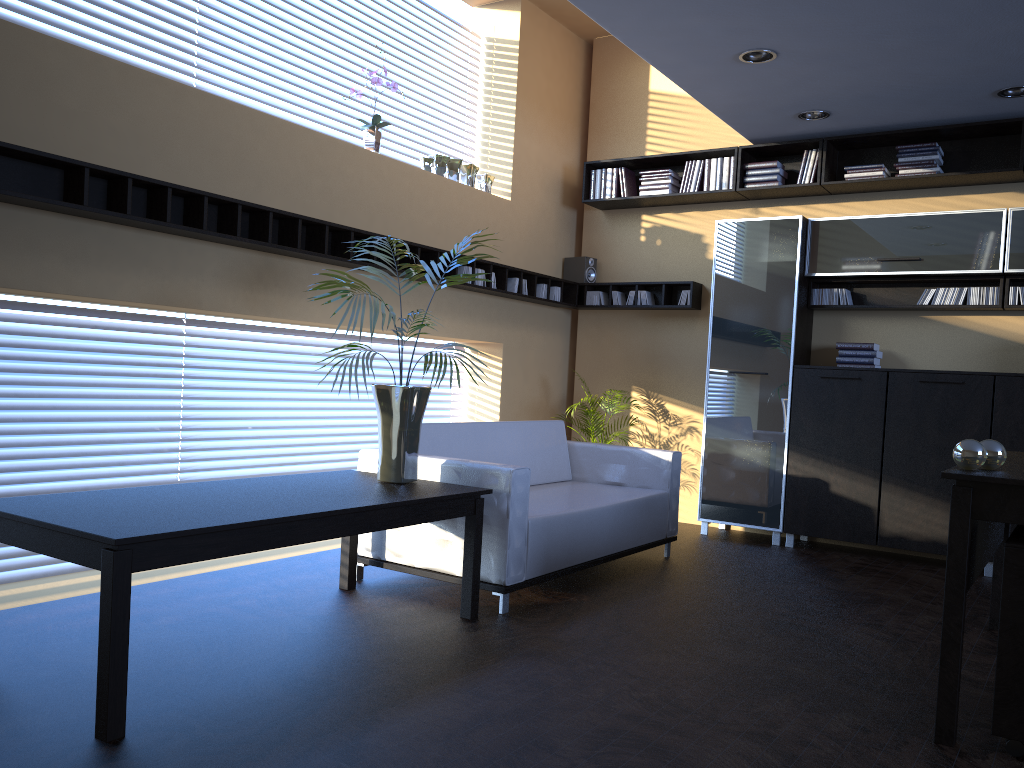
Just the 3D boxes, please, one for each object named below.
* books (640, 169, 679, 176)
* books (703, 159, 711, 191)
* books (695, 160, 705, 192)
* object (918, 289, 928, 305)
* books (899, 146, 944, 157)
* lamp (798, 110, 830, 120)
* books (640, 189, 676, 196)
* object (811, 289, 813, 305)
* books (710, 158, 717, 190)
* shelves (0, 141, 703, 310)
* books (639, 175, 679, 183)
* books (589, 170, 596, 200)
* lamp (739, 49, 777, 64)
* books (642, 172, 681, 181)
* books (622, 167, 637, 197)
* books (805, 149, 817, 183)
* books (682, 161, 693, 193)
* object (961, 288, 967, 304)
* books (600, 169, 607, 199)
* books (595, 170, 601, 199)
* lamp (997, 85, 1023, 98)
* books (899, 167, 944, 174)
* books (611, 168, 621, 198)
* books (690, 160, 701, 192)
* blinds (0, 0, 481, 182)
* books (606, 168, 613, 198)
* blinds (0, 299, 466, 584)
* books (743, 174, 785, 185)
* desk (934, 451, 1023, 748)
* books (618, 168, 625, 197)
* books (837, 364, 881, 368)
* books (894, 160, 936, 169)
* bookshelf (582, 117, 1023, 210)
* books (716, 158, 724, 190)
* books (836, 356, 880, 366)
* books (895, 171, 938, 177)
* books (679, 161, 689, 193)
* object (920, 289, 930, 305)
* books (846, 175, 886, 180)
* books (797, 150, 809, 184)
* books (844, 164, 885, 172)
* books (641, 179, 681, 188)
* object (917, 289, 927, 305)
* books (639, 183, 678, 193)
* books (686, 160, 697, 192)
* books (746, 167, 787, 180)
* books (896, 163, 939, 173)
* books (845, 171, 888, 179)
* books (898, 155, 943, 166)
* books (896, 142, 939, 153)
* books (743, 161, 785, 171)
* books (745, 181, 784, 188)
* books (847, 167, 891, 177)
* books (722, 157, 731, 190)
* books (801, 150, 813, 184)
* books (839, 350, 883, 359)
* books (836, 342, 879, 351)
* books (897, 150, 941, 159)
[{"bbox_3d":[1.209,-1.721,7.277,0.258,0.028,0.207,3,0,33],"label":"books"},{"bbox_3d":[1.580,-1.627,7.026,0.050,0.258,0.207,4,2,34],"label":"books"},{"bbox_3d":[1.531,-1.630,7.069,0.075,0.260,0.207,4,2,33],"label":"books"},{"bbox_3d":[2.909,-0.606,6.246,0.059,0.113,0.142,4,1,34],"label":"object"},{"bbox_3d":[2.855,-1.612,6.183,0.258,0.028,0.207,3,0,33],"label":"books"},{"bbox_3d":[2.060,-1.876,6.042,0.208,0.096,0.209,3,1,-39],"label":"lamp"},{"bbox_3d":[1.208,-1.544,7.266,0.258,0.050,0.207,3,1,34],"label":"books"},{"bbox_3d":[2.273,-0.646,6.657,0.009,0.120,0.142,4,2,33],"label":"object"},{"bbox_3d":[1.623,-1.625,6.998,0.050,0.258,0.207,4,2,33],"label":"books"},{"bbox_3d":[-0.781,-0.822,4.851,1.248,0.213,6.624,3,0,33],"label":"shelves"},{"bbox_3d":[1.206,-1.664,7.263,0.258,0.028,0.207,3,0,34],"label":"books"},{"bbox_3d":[0.732,-1.676,7.581,0.050,0.258,0.207,4,2,33],"label":"books"},{"bbox_3d":[1.398,-1.905,5.034,0.209,0.096,0.208,3,1,15],"label":"lamp"},{"bbox_3d":[1.226,-1.692,7.268,0.258,0.028,0.207,3,0,33],"label":"books"},{"bbox_3d":[0.984,-1.662,7.414,0.075,0.260,0.207,4,2,33],"label":"books"},{"bbox_3d":[2.244,-1.589,6.583,0.075,0.260,0.207,4,2,33],"label":"books"},{"bbox_3d":[1.443,-1.635,7.109,0.075,0.260,0.207,4,2,33],"label":"books"},{"bbox_3d":[3.117,-0.597,6.099,0.036,0.116,0.140,4,1,33],"label":"object"},{"bbox_3d":[0.815,-1.671,7.518,0.050,0.258,0.207,4,2,32],"label":"books"},{"bbox_3d":[0.777,-1.674,7.555,0.050,0.258,0.207,4,2,33],"label":"books"},{"bbox_3d":[3.066,-1.818,5.381,0.209,0.096,0.208,3,1,27],"label":"lamp"},{"bbox_3d":[2.862,-1.468,6.192,0.258,0.028,0.207,3,0,34],"label":"books"},{"bbox_3d":[0.906,-1.666,7.468,0.050,0.258,0.207,4,2,33],"label":"books"},{"bbox_3d":[1.497,-1.632,7.074,0.075,0.260,0.207,4,2,33],"label":"books"},{"bbox_3d":[-1.776,-2.269,4.977,0.039,1.462,5.393,4,1,33],"label":"blinds"},{"bbox_3d":[0.862,-1.669,7.496,0.050,0.258,0.207,4,2,34],"label":"books"},{"bbox_3d":[-1.913,0.304,5.061,0.047,1.368,5.393,4,1,33],"label":"blinds"},{"bbox_3d":[1.932,-1.553,6.788,0.258,0.050,0.207,3,1,33],"label":"books"},{"bbox_3d":[2.273,0.776,3.441,0.913,0.891,1.895,4,1,33],"label":"desk"},{"bbox_3d":[0.960,-1.663,7.436,0.075,0.260,0.207,4,2,33],"label":"books"},{"bbox_3d":[2.511,-0.115,6.412,0.258,0.050,0.207,3,1,34],"label":"books"},{"bbox_3d":[2.837,-1.527,6.222,0.258,0.028,0.207,3,0,32],"label":"books"},{"bbox_3d":[2.833,-1.574,6.223,5.120,0.340,0.361,3,1,33],"label":"bookshelf"},{"bbox_3d":[1.662,-1.623,6.963,0.050,0.258,0.207,4,2,34],"label":"books"},{"bbox_3d":[2.507,-0.167,6.420,0.258,0.050,0.207,3,1,34],"label":"books"},{"bbox_3d":[2.837,-1.441,6.196,0.258,0.028,0.207,3,0,33],"label":"books"},{"bbox_3d":[1.421,-1.637,7.132,0.075,0.260,0.207,4,2,33],"label":"books"},{"bbox_3d":[2.915,-0.606,6.236,0.059,0.113,0.142,4,1,33],"label":"object"},{"bbox_3d":[2.558,-1.457,6.371,0.258,0.028,0.207,3,0,34],"label":"books"},{"bbox_3d":[2.196,-1.592,6.625,0.075,0.260,0.207,4,2,33],"label":"books"},{"bbox_3d":[2.554,-1.543,6.391,0.258,0.028,0.207,3,0,32],"label":"books"},{"bbox_3d":[1.224,-1.635,7.274,0.258,0.028,0.207,3,0,33],"label":"books"},{"bbox_3d":[2.895,-0.607,6.243,0.059,0.113,0.142,4,1,33],"label":"object"},{"bbox_3d":[1.205,-1.595,7.274,0.258,0.050,0.207,3,1,33],"label":"books"},{"bbox_3d":[1.469,-1.634,7.091,0.075,0.260,0.207,4,2,34],"label":"books"},{"bbox_3d":[1.950,-1.603,6.788,0.258,0.050,0.207,3,1,33],"label":"books"},{"bbox_3d":[2.846,-1.497,6.200,0.258,0.028,0.207,3,0,33],"label":"books"},{"bbox_3d":[2.552,-1.486,6.378,0.258,0.028,0.207,3,0,34],"label":"books"},{"bbox_3d":[2.859,-1.555,6.198,0.258,0.028,0.207,3,0,33],"label":"books"},{"bbox_3d":[2.841,-1.641,6.197,0.258,0.028,0.207,3,0,33],"label":"books"},{"bbox_3d":[1.933,-1.655,6.794,0.258,0.050,0.207,3,1,33],"label":"books"},{"bbox_3d":[1.941,-1.501,6.788,0.258,0.050,0.207,3,1,33],"label":"books"},{"bbox_3d":[2.567,-1.513,6.375,0.258,0.028,0.207,3,0,33],"label":"books"},{"bbox_3d":[1.706,-1.620,6.935,0.050,0.258,0.207,4,2,33],"label":"books"},{"bbox_3d":[2.225,-1.590,6.612,0.075,0.260,0.207,4,2,33],"label":"books"},{"bbox_3d":[2.525,-0.216,6.419,0.258,0.050,0.207,3,1,34],"label":"books"},{"bbox_3d":[2.504,-0.269,6.421,0.258,0.050,0.207,3,1,33],"label":"books"},{"bbox_3d":[2.846,-1.584,6.194,0.258,0.028,0.207,3,0,33],"label":"books"}]
